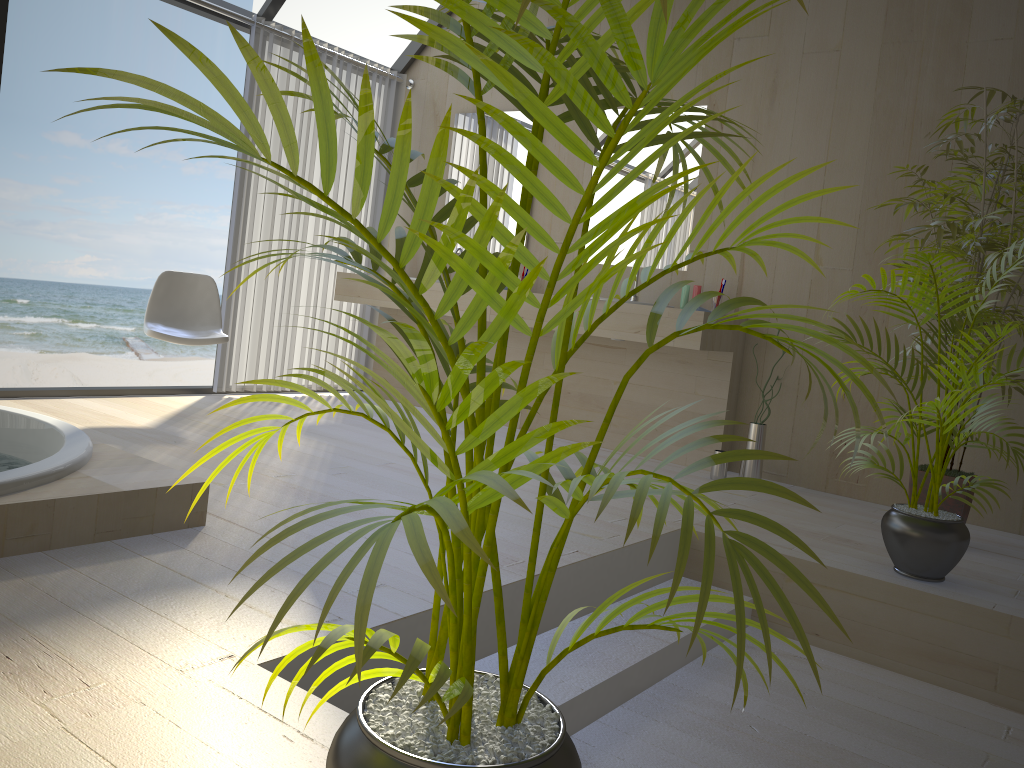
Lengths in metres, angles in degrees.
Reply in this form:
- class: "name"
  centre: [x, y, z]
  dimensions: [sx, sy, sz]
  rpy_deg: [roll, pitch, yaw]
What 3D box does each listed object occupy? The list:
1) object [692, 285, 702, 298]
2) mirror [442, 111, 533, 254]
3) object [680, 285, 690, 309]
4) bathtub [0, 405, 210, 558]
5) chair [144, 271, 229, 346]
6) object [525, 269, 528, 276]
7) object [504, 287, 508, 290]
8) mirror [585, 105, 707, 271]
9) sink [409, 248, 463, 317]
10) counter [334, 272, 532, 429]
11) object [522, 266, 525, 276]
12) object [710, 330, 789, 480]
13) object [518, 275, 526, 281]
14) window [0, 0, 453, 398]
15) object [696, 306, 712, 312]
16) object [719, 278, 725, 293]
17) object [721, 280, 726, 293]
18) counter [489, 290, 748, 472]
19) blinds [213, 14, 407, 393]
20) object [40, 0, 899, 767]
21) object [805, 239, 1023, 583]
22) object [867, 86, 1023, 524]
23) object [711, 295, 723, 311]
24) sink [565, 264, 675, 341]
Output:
- class: "object"
  centre: [0.921, -0.426, 4.430]
  dimensions: [0.039, 0.134, 0.039]
  rpy_deg: [6, 2, -13]
- class: "mirror"
  centre: [-0.137, -1.220, 5.393]
  dimensions: [0.656, 0.866, 0.023]
  rpy_deg: [9, 3, 36]
- class: "object"
  centre: [0.886, -0.441, 4.538]
  dimensions: [0.039, 0.134, 0.039]
  rpy_deg: [6, 2, -13]
- class: "bathtub"
  centre: [-2.041, 0.225, 2.210]
  dimensions: [1.654, 0.697, 1.819]
  rpy_deg: [10, 6, 36]
- class: "chair"
  centre: [-1.576, -0.366, 4.303]
  dimensions: [0.368, 0.346, 0.457]
  rpy_deg: [5, 4, -26]
- class: "object"
  centre: [0.071, -0.616, 5.131]
  dimensions: [0.053, 0.175, 0.012]
  rpy_deg: [5, 2, -29]
- class: "object"
  centre: [-0.023, -0.547, 5.065]
  dimensions: [0.104, 0.029, 0.033]
  rpy_deg: [5, 4, -14]
- class: "mirror"
  centre: [0.710, -1.066, 4.807]
  dimensions: [0.656, 0.866, 0.023]
  rpy_deg: [9, 3, 36]
- class: "sink"
  centre: [-0.421, -0.611, 5.207]
  dimensions: [0.576, 0.418, 0.503]
  rpy_deg: [10, 5, 39]
- class: "counter"
  centre: [-0.469, -0.206, 5.280]
  dimensions: [1.210, 0.789, 0.550]
  rpy_deg: [10, 4, 36]
- class: "object"
  centre: [0.064, -0.614, 5.095]
  dimensions: [0.012, 0.177, 0.050]
  rpy_deg: [6, 2, -15]
- class: "object"
  centre: [1.155, 0.099, 4.232]
  dimensions: [0.274, 0.747, 0.406]
  rpy_deg: [8, 3, 24]
- class: "object"
  centre: [0.052, -0.576, 5.125]
  dimensions: [0.059, 0.100, 0.058]
  rpy_deg: [9, 4, 42]
- class: "window"
  centre: [-1.938, -1.286, 3.894]
  dimensions: [0.748, 2.806, 4.556]
  rpy_deg: [8, 4, 36]
- class: "object"
  centre: [0.944, -0.367, 4.357]
  dimensions: [0.104, 0.029, 0.033]
  rpy_deg: [5, 4, -14]
- class: "object"
  centre: [1.031, -0.435, 4.387]
  dimensions: [0.012, 0.177, 0.050]
  rpy_deg: [6, 2, -15]
- class: "object"
  centre: [1.037, -0.436, 4.423]
  dimensions: [0.053, 0.175, 0.012]
  rpy_deg: [5, 2, -29]
- class: "counter"
  centre: [0.498, -0.026, 4.571]
  dimensions: [1.210, 0.789, 0.550]
  rpy_deg: [10, 4, 36]
- class: "blinds"
  centre: [-1.183, -0.987, 5.328]
  dimensions: [0.084, 2.066, 1.181]
  rpy_deg: [8, 3, 36]
- class: "object"
  centre: [0.001, -0.052, 1.078]
  dimensions: [0.876, 1.342, 1.065]
  rpy_deg: [8, 3, 24]
- class: "object"
  centre: [1.325, 0.033, 2.773]
  dimensions: [0.914, 1.154, 0.754]
  rpy_deg: [5, 3, -21]
- class: "object"
  centre: [1.764, -0.262, 3.392]
  dimensions: [0.785, 1.753, 0.940]
  rpy_deg: [5, 3, -29]
- class: "object"
  centre: [1.018, -0.396, 4.417]
  dimensions: [0.058, 0.100, 0.059]
  rpy_deg: [4, 4, -44]
- class: "sink"
  centre: [0.546, -0.431, 4.499]
  dimensions: [0.576, 0.418, 0.503]
  rpy_deg: [10, 5, 39]
